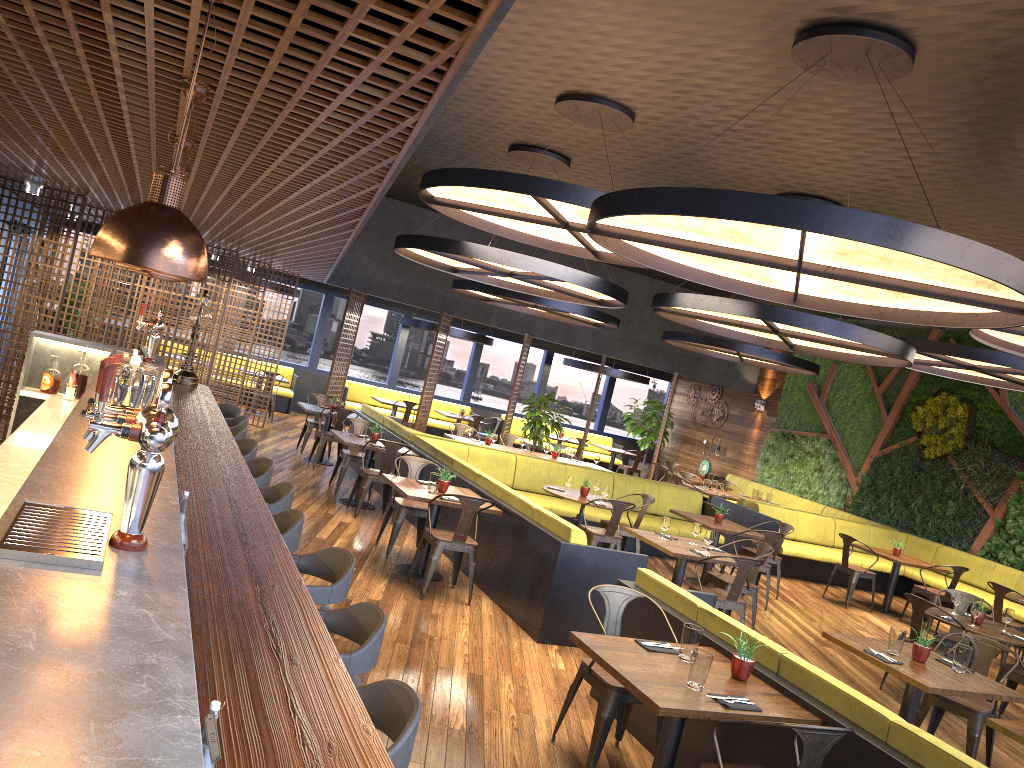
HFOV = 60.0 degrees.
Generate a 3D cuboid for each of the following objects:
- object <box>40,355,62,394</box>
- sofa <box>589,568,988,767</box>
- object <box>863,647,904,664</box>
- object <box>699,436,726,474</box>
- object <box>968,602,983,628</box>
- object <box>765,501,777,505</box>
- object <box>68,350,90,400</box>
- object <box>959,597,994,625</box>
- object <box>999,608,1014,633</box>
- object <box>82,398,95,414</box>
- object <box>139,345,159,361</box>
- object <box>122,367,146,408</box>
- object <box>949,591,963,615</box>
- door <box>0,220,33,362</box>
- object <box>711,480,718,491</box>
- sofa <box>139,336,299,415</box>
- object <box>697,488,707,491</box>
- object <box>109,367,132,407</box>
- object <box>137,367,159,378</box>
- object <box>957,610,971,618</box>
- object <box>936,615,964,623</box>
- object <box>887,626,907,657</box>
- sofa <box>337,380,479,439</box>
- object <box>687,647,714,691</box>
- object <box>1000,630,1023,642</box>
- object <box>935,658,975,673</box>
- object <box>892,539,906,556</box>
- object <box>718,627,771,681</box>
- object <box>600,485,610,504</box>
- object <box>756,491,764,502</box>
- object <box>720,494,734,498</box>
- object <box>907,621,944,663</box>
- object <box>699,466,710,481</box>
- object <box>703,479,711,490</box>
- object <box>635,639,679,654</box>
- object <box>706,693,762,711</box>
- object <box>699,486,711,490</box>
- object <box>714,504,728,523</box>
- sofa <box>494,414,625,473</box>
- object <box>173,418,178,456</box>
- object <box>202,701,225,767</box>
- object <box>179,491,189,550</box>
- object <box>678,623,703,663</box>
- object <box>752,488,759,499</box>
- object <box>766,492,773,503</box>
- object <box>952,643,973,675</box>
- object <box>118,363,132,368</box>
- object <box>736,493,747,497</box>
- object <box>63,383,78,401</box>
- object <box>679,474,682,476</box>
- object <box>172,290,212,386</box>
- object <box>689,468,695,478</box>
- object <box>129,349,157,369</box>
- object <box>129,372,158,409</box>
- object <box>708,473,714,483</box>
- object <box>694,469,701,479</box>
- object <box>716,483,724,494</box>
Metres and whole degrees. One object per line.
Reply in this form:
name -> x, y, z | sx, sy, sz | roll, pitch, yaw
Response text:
object -> -3.671, -0.076, 7.090 | 0.133, 0.301, 0.133 | 13, 1, -17
sofa -> 1.626, 1.905, 4.721 | 0.966, 0.914, 3.061 | 13, 1, -23
object -> 2.372, 1.742, 5.705 | 0.157, 0.019, 0.255 | 13, 1, -23
object -> 4.406, 1.942, 19.825 | 0.459, 1.615, 0.848 | 13, 1, -23
object -> 4.064, 2.020, 7.767 | 0.097, 0.206, 0.097 | 14, 1, 39
object -> 4.592, 2.098, 15.596 | 0.157, 0.019, 0.255 | 13, 1, -23
object -> -3.475, -0.073, 7.129 | 0.133, 0.385, 0.133 | 14, 1, 17
object -> 4.176, 2.008, 7.940 | 0.260, 0.271, 0.238 | 14, 1, 16
object -> 4.398, 2.099, 7.878 | 0.097, 0.206, 0.097 | 14, 1, 19
object -> -1.743, 0.122, 3.931 | 0.273, 0.019, 0.437 | 13, 1, -23
object -> -2.897, -0.252, 7.089 | 0.177, 0.091, 0.091 | 15, 1, 42
object -> -1.695, 0.036, 3.936 | 0.105, 0.209, 0.105 | 14, 1, 12
object -> 4.110, 2.023, 8.203 | 0.097, 0.206, 0.097 | 13, 1, -16
door -> -7.537, -1.233, 13.186 | 0.052, 2.386, 2.441 | 13, 1, -23
object -> 3.497, 1.756, 15.339 | 0.102, 0.178, 0.102 | 13, 1, -37
sofa -> -5.948, -0.169, 17.925 | 3.061, 0.914, 0.966 | 13, 1, -23
object -> 3.171, 1.765, 14.991 | 0.157, 0.019, 0.255 | 13, 1, -23
object -> -1.708, 0.035, 3.813 | 0.105, 0.209, 0.105 | 14, 1, 12
object -> -1.695, 0.033, 4.074 | 0.105, 0.209, 0.105 | 14, 1, 12
object -> 4.247, 2.152, 8.266 | 0.157, 0.019, 0.255 | 14, 1, 20
object -> 3.888, 2.073, 7.842 | 0.255, 0.019, 0.157 | 13, 1, -24
object -> 2.514, 1.692, 5.811 | 0.102, 0.178, 0.102 | 14, 1, 33
sofa -> -2.285, 0.689, 19.487 | 3.061, 0.914, 0.966 | 13, 1, -23
object -> 0.866, 1.325, 4.112 | 0.102, 0.178, 0.102 | 14, 1, 13
object -> 4.361, 2.190, 7.706 | 0.157, 0.019, 0.255 | 13, 1, -44
object -> 2.981, 1.885, 5.929 | 0.157, 0.019, 0.255 | 13, 1, -23
object -> 5.201, 2.182, 11.966 | 0.260, 0.271, 0.238 | 14, 1, 16
object -> 1.174, 1.345, 4.455 | 0.238, 0.271, 0.260 | 13, 1, -17
object -> 1.054, 1.250, 10.047 | 0.097, 0.206, 0.097 | 14, 1, 2
object -> 4.270, 1.943, 15.301 | 0.102, 0.178, 0.102 | 14, 1, 13
object -> 3.591, 1.870, 14.850 | 0.255, 0.019, 0.157 | 13, 1, -23
object -> 2.697, 1.689, 5.825 | 0.238, 0.271, 0.260 | 14, 1, 16
object -> 3.659, 1.716, 17.038 | 0.238, 0.271, 0.260 | 14, 1, -1
object -> 3.313, 1.716, 15.098 | 0.102, 0.178, 0.102 | 13, 1, -37
object -> 0.784, 1.377, 4.662 | 0.255, 0.019, 0.157 | 13, 1, -23
object -> 0.999, 1.440, 4.037 | 0.255, 0.019, 0.157 | 13, 1, -23
object -> 3.355, 1.802, 15.420 | 0.157, 0.019, 0.255 | 13, 1, -23
object -> 2.554, 1.563, 10.825 | 0.260, 0.271, 0.238 | 14, 1, 13
sofa -> 1.123, 1.487, 20.939 | 3.061, 0.914, 0.966 | 13, 1, -23
object -> -1.876, 0.286, 4.896 | 0.069, 0.203, 0.114 | 13, 1, -33
object -> -0.544, 0.669, 1.582 | 0.114, 0.203, 0.069 | 14, 1, 25
object -> -1.196, 0.482, 3.181 | 0.114, 0.203, 0.069 | 14, 1, 28
object -> 0.907, 1.327, 4.534 | 0.102, 0.178, 0.102 | 13, 1, -37
object -> 4.301, 1.944, 15.682 | 0.102, 0.178, 0.102 | 13, 1, -37
object -> 4.488, 1.993, 15.486 | 0.102, 0.178, 0.102 | 13, 1, -37
object -> 2.925, 1.792, 5.771 | 0.102, 0.178, 0.102 | 13, 1, -17
object -> -1.795, 0.010, 4.023 | 0.105, 0.209, 0.105 | 14, 1, 12
object -> 4.110, 1.979, 15.742 | 0.157, 0.019, 0.255 | 13, 1, -23
object -> -3.481, 0.063, 6.989 | 0.088, 0.123, 0.088 | 13, 1, -17
object -> 3.305, 1.761, 16.973 | 0.157, 0.019, 0.255 | 13, 1, -23
object -> -3.102, -0.461, 8.687 | 0.263, 0.944, 0.566 | 13, 1, -30
object -> 3.447, 1.712, 17.080 | 0.102, 0.178, 0.102 | 13, 1, -37
object -> -2.508, -0.147, 6.066 | 0.200, 0.106, 0.766 | 13, 1, -23
object -> -1.607, 0.059, 3.844 | 0.105, 0.209, 0.105 | 14, 1, 12
object -> 3.821, 1.803, 17.046 | 0.102, 0.178, 0.102 | 14, 1, 13
object -> 3.602, 1.747, 17.229 | 0.102, 0.178, 0.102 | 14, 1, 13
object -> 3.505, 1.764, 14.975 | 0.102, 0.178, 0.102 | 14, 1, 13
